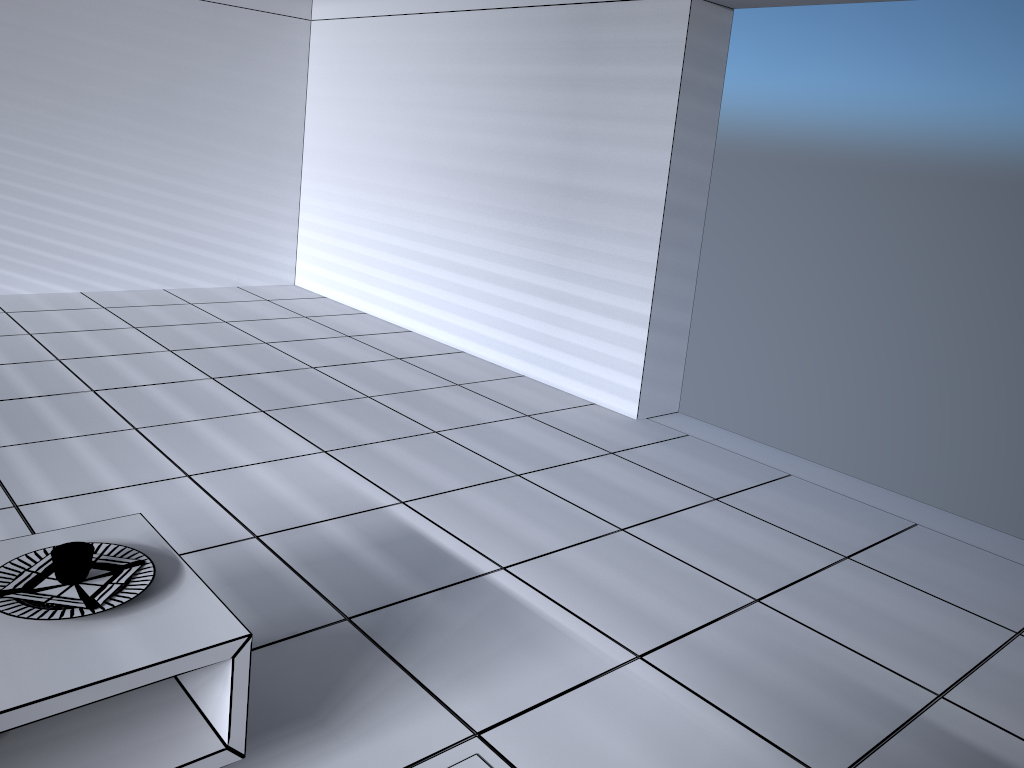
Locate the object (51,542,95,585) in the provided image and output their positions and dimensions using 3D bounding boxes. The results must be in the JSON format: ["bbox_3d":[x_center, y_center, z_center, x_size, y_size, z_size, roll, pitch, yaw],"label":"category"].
[{"bbox_3d":[-0.930,0.387,1.873,0.097,0.068,0.085,13,15,28],"label":"object"}]

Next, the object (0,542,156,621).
[{"bbox_3d":[-0.935,0.423,1.876,0.328,0.024,0.337,2,16,-12],"label":"object"}]

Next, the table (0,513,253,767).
[{"bbox_3d":[-1.207,0.669,1.657,1.206,0.381,0.662,-8,19,-41],"label":"table"}]

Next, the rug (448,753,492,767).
[{"bbox_3d":[-0.329,1.228,0.671,2.242,0.001,1.831,-8,21,-41],"label":"rug"}]

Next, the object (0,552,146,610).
[{"bbox_3d":[-0.932,0.417,1.876,0.217,0.012,0.219,7,15,4],"label":"object"}]
